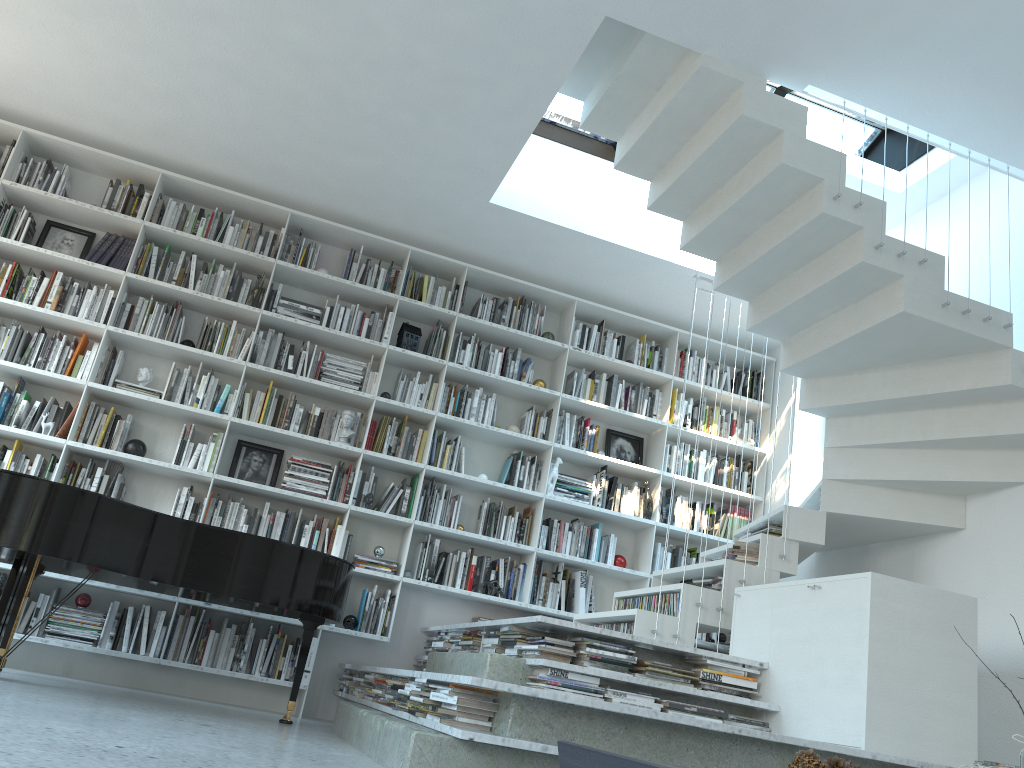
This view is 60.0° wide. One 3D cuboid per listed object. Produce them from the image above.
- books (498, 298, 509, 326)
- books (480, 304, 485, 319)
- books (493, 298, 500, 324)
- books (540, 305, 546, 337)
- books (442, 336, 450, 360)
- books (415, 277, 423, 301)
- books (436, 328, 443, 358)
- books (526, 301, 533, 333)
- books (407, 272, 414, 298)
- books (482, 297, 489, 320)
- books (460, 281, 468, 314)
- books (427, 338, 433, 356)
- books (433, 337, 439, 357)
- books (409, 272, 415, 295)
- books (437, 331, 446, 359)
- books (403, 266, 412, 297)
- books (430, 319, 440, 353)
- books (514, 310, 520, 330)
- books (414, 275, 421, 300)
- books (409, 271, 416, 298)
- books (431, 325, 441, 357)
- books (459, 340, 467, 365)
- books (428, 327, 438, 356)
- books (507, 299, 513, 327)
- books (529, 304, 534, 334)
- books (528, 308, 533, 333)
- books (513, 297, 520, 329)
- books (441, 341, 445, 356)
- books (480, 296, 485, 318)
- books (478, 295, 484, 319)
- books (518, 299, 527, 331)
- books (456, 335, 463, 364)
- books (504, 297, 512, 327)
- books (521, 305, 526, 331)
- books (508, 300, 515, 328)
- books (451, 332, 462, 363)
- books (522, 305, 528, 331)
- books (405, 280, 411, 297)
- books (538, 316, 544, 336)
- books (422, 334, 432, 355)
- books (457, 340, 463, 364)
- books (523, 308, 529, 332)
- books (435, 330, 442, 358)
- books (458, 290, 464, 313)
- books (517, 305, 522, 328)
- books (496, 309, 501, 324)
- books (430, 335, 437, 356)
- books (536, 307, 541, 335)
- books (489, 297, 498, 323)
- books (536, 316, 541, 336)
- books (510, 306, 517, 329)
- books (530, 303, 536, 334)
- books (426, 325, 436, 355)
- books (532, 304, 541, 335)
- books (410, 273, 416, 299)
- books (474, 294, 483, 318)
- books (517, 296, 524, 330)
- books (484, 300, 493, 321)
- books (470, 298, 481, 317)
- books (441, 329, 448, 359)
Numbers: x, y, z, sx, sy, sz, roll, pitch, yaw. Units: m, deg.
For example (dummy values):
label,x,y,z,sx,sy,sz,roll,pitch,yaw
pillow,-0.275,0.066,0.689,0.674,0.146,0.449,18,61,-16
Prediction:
label,x,y,z,sx,sy,sz,roll,pitch,yaw
books,-0.082,-0.471,6.441,0.028,0.257,0.185,15,-20,-14
books,-0.237,-0.470,6.411,0.009,0.182,0.160,15,-20,-14
books,-0.141,-0.478,6.449,0.021,0.255,0.169,15,-20,-14
books,0.198,-0.412,6.534,0.006,0.305,0.164,15,-20,-14
books,-0.487,-0.206,6.224,0.008,0.213,0.224,15,-20,-14
books,-0.679,-0.623,6.285,0.015,0.233,0.171,15,-20,-14
books,-0.535,-0.241,6.263,0.013,0.287,0.132,15,-20,-14
books,0.100,-0.440,6.508,0.008,0.306,0.183,15,-20,-14
books,-0.738,-0.645,6.263,0.007,0.238,0.192,15,-20,-14
books,-0.219,-0.492,6.410,0.013,0.228,0.174,15,-20,-14
books,-0.371,-0.572,6.374,0.019,0.303,0.176,15,-20,-14
books,-0.602,-0.217,6.228,0.022,0.198,0.143,15,-20,-14
books,-0.553,-0.214,6.230,0.013,0.210,0.140,15,-20,-14
books,-0.735,-0.648,6.282,0.006,0.259,0.166,15,-20,-14
books,-0.513,-0.230,6.222,0.013,0.247,0.187,15,-20,-14
books,-0.760,-0.672,6.284,0.007,0.297,0.181,15,-20,-14
books,-0.569,-0.281,6.246,0.025,0.338,0.143,15,-20,-14
books,0.007,-0.418,6.457,0.018,0.200,0.189,15,-20,-14
books,-0.693,-0.634,6.303,0.008,0.261,0.142,15,-20,-14
books,-0.731,-0.652,6.297,0.007,0.278,0.150,15,-20,-14
books,-0.552,-0.259,6.222,0.021,0.287,0.179,15,-20,-14
books,-0.370,-0.178,6.282,0.026,0.242,0.148,15,-20,-14
books,-0.578,-0.255,6.219,0.022,0.271,0.182,15,-20,-14
books,-0.046,-0.466,6.491,0.017,0.294,0.139,15,-20,-14
books,0.119,-0.426,6.524,0.019,0.298,0.137,15,-20,-14
books,0.104,-0.413,6.509,0.014,0.257,0.150,15,-20,-14
books,0.000,-0.468,6.487,0.006,0.311,0.179,15,-20,-14
books,-0.518,-0.192,6.259,0.015,0.200,0.130,15,-20,-14
books,-0.244,-0.503,6.429,0.012,0.254,0.134,15,-20,-14
books,-0.252,-0.503,6.416,0.011,0.243,0.173,15,-20,-14
books,0.046,-0.456,6.479,0.015,0.298,0.183,15,-20,-14
books,-0.399,-0.200,6.291,0.011,0.279,0.134,15,-20,-14
books,-0.062,-0.474,6.475,0.024,0.291,0.168,15,-20,-14
books,0.054,-0.435,6.506,0.012,0.279,0.144,15,-20,-14
books,-0.029,-0.458,6.489,0.007,0.284,0.160,15,-20,-14
books,-0.403,-0.211,6.270,0.012,0.284,0.160,15,-20,-14
books,0.064,-0.431,6.504,0.008,0.274,0.163,15,-20,-14
books,-0.760,-0.619,6.276,0.015,0.192,0.160,15,-20,-14
books,0.181,-0.370,6.515,0.014,0.208,0.188,15,-20,-14
books,-0.611,-0.230,6.221,0.019,0.213,0.156,15,-20,-14
books,-0.390,-0.180,6.282,0.012,0.239,0.139,15,-20,-14
books,0.077,-0.416,6.504,0.024,0.251,0.150,15,-20,-14
books,-0.537,-0.235,6.230,0.005,0.254,0.159,15,-20,-14
books,-0.399,-0.541,6.365,0.033,0.228,0.176,15,-20,-14
books,0.019,-0.434,6.482,0.008,0.250,0.170,15,-20,-14
books,-0.128,-0.436,6.461,0.031,0.190,0.133,15,-20,-14
books,-0.575,-0.222,6.227,0.024,0.216,0.169,15,-20,-14
books,0.161,-0.411,6.515,0.008,0.277,0.181,15,-20,-14
books,-0.165,-0.485,6.440,0.030,0.254,0.161,15,-20,-14
books,0.164,-0.374,6.520,0.018,0.213,0.158,15,-20,-14
books,-0.016,-0.435,6.466,0.018,0.230,0.160,15,-20,-14
books,0.128,-0.428,6.547,0.008,0.320,0.134,15,-20,-14
books,-0.589,-0.264,6.203,0.021,0.271,0.191,15,-20,-14
books,0.151,-0.420,6.521,0.013,0.296,0.189,15,-20,-14
books,-0.710,-0.641,6.290,0.034,0.260,0.158,15,-20,-14
books,-0.259,-0.508,6.406,0.009,0.243,0.173,15,-20,-14
books,0.033,-0.468,6.496,0.007,0.328,0.184,15,-20,-14
books,-0.195,-0.479,6.429,0.028,0.225,0.164,15,-20,-14
books,-0.286,-0.499,6.387,0.046,0.205,0.183,15,-20,-14
books,-0.497,-0.235,6.266,0.005,0.291,0.131,15,-20,-14
